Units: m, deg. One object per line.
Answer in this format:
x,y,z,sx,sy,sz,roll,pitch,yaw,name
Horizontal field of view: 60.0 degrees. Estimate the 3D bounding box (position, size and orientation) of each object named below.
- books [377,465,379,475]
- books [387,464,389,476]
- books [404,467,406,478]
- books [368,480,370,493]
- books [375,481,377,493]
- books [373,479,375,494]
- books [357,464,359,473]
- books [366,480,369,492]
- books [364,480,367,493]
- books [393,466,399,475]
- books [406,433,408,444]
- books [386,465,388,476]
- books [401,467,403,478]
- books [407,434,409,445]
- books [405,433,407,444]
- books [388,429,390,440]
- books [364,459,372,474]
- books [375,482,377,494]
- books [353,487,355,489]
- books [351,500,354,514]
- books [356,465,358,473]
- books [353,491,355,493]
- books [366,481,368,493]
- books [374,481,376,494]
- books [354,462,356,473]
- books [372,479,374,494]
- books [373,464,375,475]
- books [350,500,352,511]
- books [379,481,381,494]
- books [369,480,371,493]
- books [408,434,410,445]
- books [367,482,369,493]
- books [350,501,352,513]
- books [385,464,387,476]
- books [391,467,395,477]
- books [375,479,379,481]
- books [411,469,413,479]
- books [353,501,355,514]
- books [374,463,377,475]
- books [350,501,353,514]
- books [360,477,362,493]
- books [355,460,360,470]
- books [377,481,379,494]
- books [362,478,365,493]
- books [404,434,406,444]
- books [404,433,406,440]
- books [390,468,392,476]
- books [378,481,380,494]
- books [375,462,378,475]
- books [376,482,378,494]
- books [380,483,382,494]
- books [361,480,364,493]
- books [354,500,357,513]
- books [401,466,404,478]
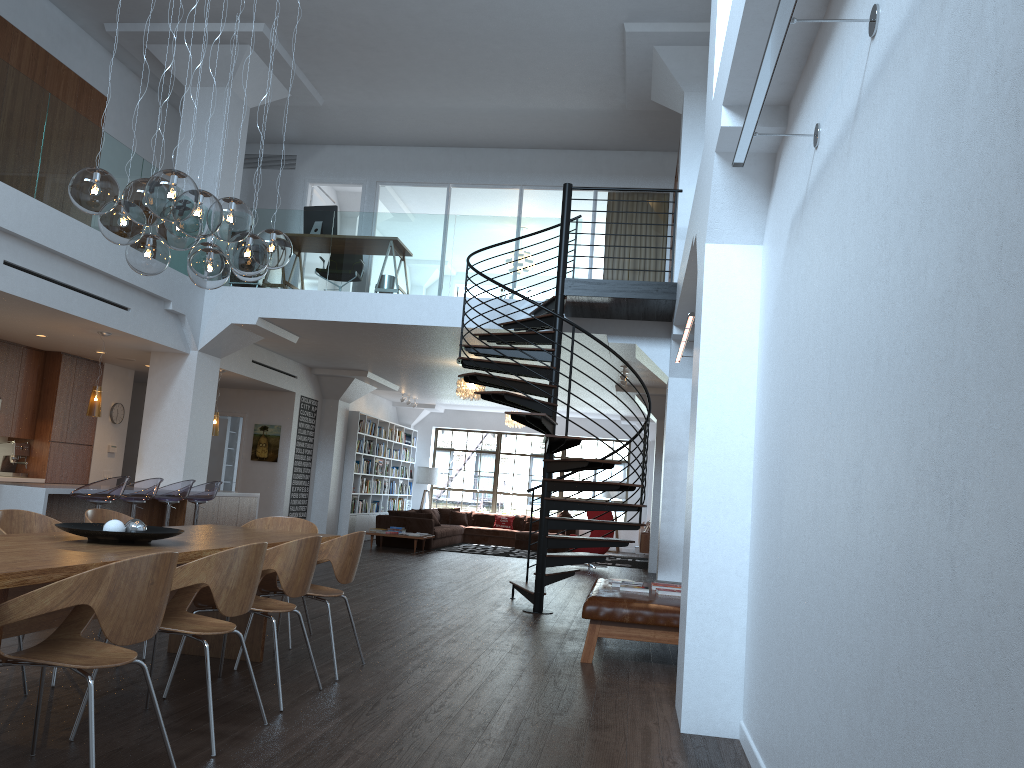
-2.771,1.735,17.933,0.161,0.207,0.135,3,-7,8,books
-2.679,1.810,18.645,0.171,0.246,0.036,3,-7,8,books
-2.486,1.993,20.036,0.183,0.253,0.042,3,-7,8,books
-2.883,2.004,17.326,0.183,0.253,0.034,3,-7,8,books
-2.815,2.063,17.761,0.183,0.253,0.034,3,-7,8,books
-2.828,2.035,17.689,0.176,0.290,0.053,3,-7,8,books
-2.939,1.579,16.601,0.120,0.167,0.020,3,-7,8,books
-2.893,1.996,17.261,0.183,0.253,0.034,3,-7,8,books
-2.902,1.988,17.179,0.171,0.246,0.057,3,-7,8,books
-2.555,1.926,19.450,0.140,0.231,0.042,3,-7,8,books
-2.455,1.235,20.022,0.183,0.253,0.042,3,-7,8,books
-2.683,1.809,18.540,0.161,0.223,0.030,3,-7,8,books
-2.529,1.953,19.689,0.174,0.240,0.054,3,-7,8,books
-2.437,1.246,20.107,0.183,0.253,0.042,3,-7,8,books
-2.465,1.223,19.936,0.183,0.253,0.042,3,-7,8,books
-2.646,1.053,18.573,0.174,0.236,0.136,3,-7,8,books
-2.842,1.627,17.441,0.176,0.294,0.102,3,-7,8,books
-2.811,2.073,17.805,0.171,0.246,0.057,3,-7,8,books
-3.032,1.930,16.467,0.174,0.032,0.254,4,-7,3,books
-3.026,2.270,16.407,0.174,0.240,0.054,3,-7,8,books
-2.942,1.581,16.563,0.110,0.153,0.019,3,-7,8,books
-3.035,1.997,16.463,0.197,0.035,0.284,5,-7,-2,books
-2.901,2.002,17.225,0.168,0.231,0.037,3,-7,8,books
-2.823,2.059,17.729,0.183,0.253,0.034,3,-7,8,books
-2.972,1.540,16.439,0.127,0.200,0.020,3,-7,8,books
-2.851,2.023,17.581,0.198,0.284,0.066,3,-7,8,books
-2.822,1.672,17.635,0.160,0.251,0.031,3,-7,8,books
-3.058,2.232,16.300,0.198,0.284,0.049,3,-7,8,books
-2.780,2.108,18.099,0.183,0.253,0.034,3,-7,8,books
-2.865,2.018,17.427,0.183,0.253,0.034,3,-7,8,books
-2.425,1.258,20.193,0.183,0.253,0.042,3,-7,8,books
-2.884,2.000,17.293,0.183,0.253,0.034,3,-7,8,books
-3.045,2.254,16.336,0.160,0.251,0.031,3,-7,8,books
-2.696,1.785,18.473,0.174,0.251,0.051,3,-7,8,books
-2.608,1.890,19.086,0.140,0.206,0.042,3,-7,8,books
-2.794,2.070,17.957,0.176,0.290,0.036,3,-7,8,books
-2.405,2.086,20.587,0.182,0.215,0.188,3,-7,8,books
-3.012,2.288,16.480,0.161,0.223,0.032,3,-7,8,books
-2.802,1.687,17.706,0.174,0.240,0.054,3,-7,8,books
-3.033,2.272,16.364,0.161,0.223,0.032,3,-7,8,books
-2.931,1.918,16.841,0.140,0.298,0.044,3,-7,8,books
-2.936,1.557,16.691,0.140,0.231,0.042,3,-7,8,books
-2.791,2.085,17.919,0.183,0.253,0.034,3,-7,8,books
-2.923,1.950,17.059,0.176,0.290,0.053,3,-7,8,books
-2.463,1.224,19.815,0.161,0.223,0.032,3,-7,8,books
-2.477,1.217,19.894,0.183,0.253,0.042,3,-7,8,books
-2.632,1.875,18.862,0.128,0.178,0.021,3,-7,8,books
-2.787,2.092,18.002,0.180,0.259,0.060,3,-7,8,books
-2.797,1.695,17.818,0.183,0.253,0.042,3,-7,8,books
-2.807,2.085,17.881,0.174,0.240,0.045,3,-7,8,books
-2.760,2.133,18.168,0.161,0.223,0.026,3,-7,8,books
-2.933,1.961,16.974,0.171,0.246,0.057,3,-7,8,books
-3.008,2.289,16.601,0.180,0.251,0.048,3,-7,8,books
-2.523,1.961,19.802,0.183,0.253,0.042,3,-7,8,books
